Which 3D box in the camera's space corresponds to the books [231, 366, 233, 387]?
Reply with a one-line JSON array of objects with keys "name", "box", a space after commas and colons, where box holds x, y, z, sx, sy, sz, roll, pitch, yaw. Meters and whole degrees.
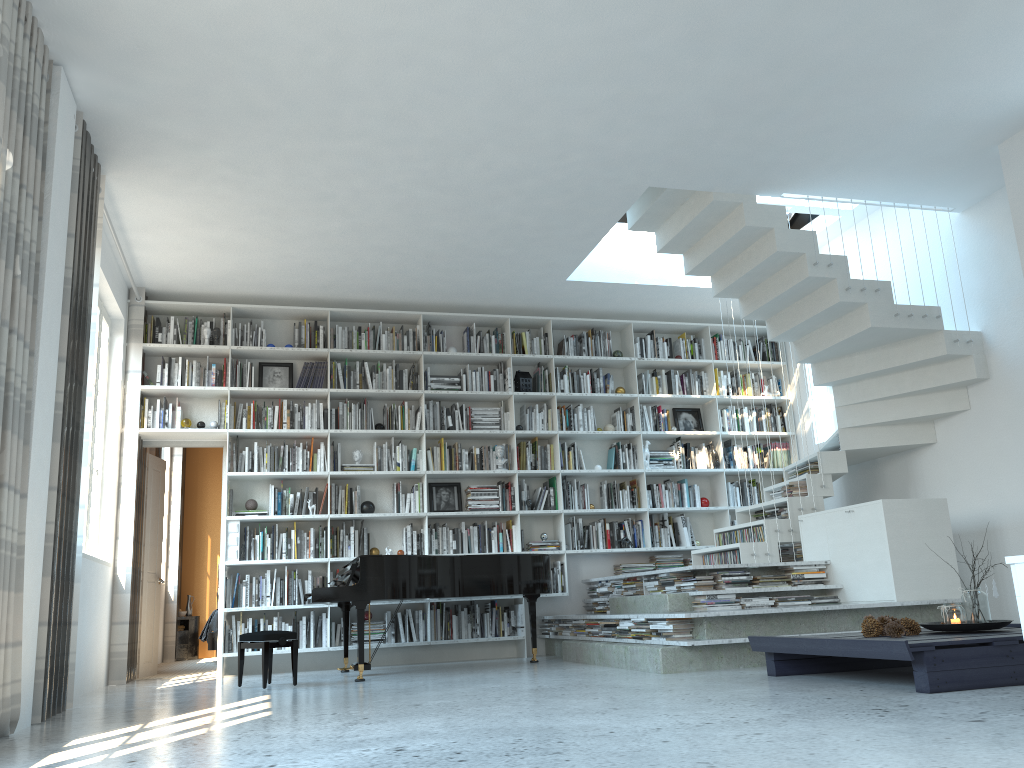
[{"name": "books", "box": [-2.467, -0.029, 7.821, 0.006, 0.232, 0.136, 1, -14, -15]}]

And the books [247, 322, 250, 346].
[{"name": "books", "box": [-2.353, -0.401, 7.923, 0.016, 0.260, 0.154, 1, -14, -15]}]

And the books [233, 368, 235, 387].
[{"name": "books", "box": [-2.443, -0.020, 7.804, 0.015, 0.206, 0.173, 1, -14, -15]}]

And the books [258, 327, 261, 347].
[{"name": "books", "box": [-2.261, -0.379, 7.933, 0.021, 0.213, 0.174, 1, -14, -15]}]

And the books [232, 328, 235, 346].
[{"name": "books", "box": [-2.475, -0.375, 7.886, 0.017, 0.203, 0.143, 1, -14, -15]}]

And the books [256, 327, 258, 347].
[{"name": "books", "box": [-2.279, -0.381, 7.936, 0.013, 0.219, 0.181, 1, -14, -15]}]

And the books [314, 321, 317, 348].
[{"name": "books", "box": [-1.790, -0.410, 8.073, 0.025, 0.296, 0.164, 1, -14, -15]}]

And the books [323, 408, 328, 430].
[{"name": "books", "box": [-1.661, 0.342, 7.893, 0.039, 0.202, 0.236, 1, -14, -15]}]

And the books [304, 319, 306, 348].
[{"name": "books", "box": [-1.888, -0.415, 8.081, 0.014, 0.320, 0.137, 1, -14, -15]}]

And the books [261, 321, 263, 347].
[{"name": "books", "box": [-2.247, -0.409, 7.979, 0.015, 0.292, 0.131, 1, -14, -15]}]

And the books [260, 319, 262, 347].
[{"name": "books", "box": [-2.254, -0.416, 7.966, 0.007, 0.300, 0.146, 1, -14, -15]}]

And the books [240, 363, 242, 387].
[{"name": "books", "box": [-2.383, -0.044, 7.803, 0.004, 0.245, 0.189, 1, -14, -15]}]

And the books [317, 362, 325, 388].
[{"name": "books", "box": [-1.736, -0.042, 8.021, 0.078, 0.285, 0.174, 1, -14, -15]}]

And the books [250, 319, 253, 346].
[{"name": "books", "box": [-2.327, -0.414, 7.915, 0.015, 0.279, 0.191, 1, -14, -15]}]

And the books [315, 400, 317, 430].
[{"name": "books", "box": [-1.747, 0.302, 7.896, 0.012, 0.290, 0.182, 1, -14, -15]}]

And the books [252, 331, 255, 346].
[{"name": "books", "box": [-2.310, -0.362, 7.927, 0.026, 0.182, 0.162, 1, -14, -15]}]

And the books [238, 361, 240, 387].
[{"name": "books", "box": [-2.402, -0.048, 7.812, 0.009, 0.259, 0.184, 1, -14, -15]}]

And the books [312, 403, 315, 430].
[{"name": "books", "box": [-1.771, 0.321, 7.915, 0.024, 0.265, 0.155, 1, -14, -15]}]

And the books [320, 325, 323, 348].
[{"name": "books", "box": [-1.743, -0.386, 8.091, 0.031, 0.253, 0.178, 1, -14, -15]}]

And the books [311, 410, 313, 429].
[{"name": "books", "box": [-1.785, 0.347, 7.895, 0.013, 0.205, 0.173, 1, -14, -15]}]

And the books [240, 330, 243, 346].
[{"name": "books", "box": [-2.412, -0.366, 7.914, 0.017, 0.193, 0.129, 1, -14, -15]}]

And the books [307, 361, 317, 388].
[{"name": "books", "box": [-1.806, -0.046, 7.981, 0.097, 0.282, 0.174, 1, -14, -15]}]

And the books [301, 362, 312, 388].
[{"name": "books", "box": [-1.857, -0.044, 7.968, 0.110, 0.279, 0.174, 1, -14, -15]}]

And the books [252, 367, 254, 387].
[{"name": "books", "box": [-2.286, -0.026, 7.830, 0.012, 0.213, 0.186, 1, -14, -15]}]

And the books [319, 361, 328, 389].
[{"name": "books", "box": [-1.710, -0.045, 8.014, 0.078, 0.285, 0.174, 1, -14, -15]}]

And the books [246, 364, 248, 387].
[{"name": "books", "box": [-2.343, -0.057, 7.833, 0.005, 0.280, 0.191, 1, -14, -15]}]

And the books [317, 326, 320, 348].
[{"name": "books", "box": [-1.772, -0.386, 8.097, 0.022, 0.260, 0.152, 1, -14, -15]}]

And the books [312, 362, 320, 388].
[{"name": "books", "box": [-1.779, -0.043, 8.009, 0.078, 0.285, 0.174, 1, -14, -15]}]

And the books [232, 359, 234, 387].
[{"name": "books", "box": [-2.454, -0.060, 7.807, 0.006, 0.286, 0.148, 1, -14, -15]}]

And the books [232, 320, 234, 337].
[{"name": "books", "box": [-2.490, -0.413, 7.900, 0.007, 0.284, 0.160, 1, -14, -15]}]

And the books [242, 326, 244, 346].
[{"name": "books", "box": [-2.393, -0.385, 7.906, 0.013, 0.224, 0.177, 1, -14, -15]}]

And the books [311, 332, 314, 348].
[{"name": "books", "box": [-1.815, -0.356, 8.064, 0.027, 0.190, 0.178, 1, -14, -15]}]

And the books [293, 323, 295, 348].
[{"name": "books", "box": [-1.975, -0.398, 8.044, 0.013, 0.277, 0.151, 1, -14, -15]}]

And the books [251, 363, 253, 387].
[{"name": "books", "box": [-2.301, -0.044, 7.839, 0.012, 0.254, 0.167, 1, -14, -15]}]

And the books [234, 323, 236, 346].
[{"name": "books", "box": [-2.466, -0.400, 7.901, 0.007, 0.258, 0.157, 1, -14, -15]}]

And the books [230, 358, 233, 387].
[{"name": "books", "box": [-2.466, -0.067, 7.795, 0.005, 0.292, 0.184, 1, -14, -15]}]

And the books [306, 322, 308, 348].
[{"name": "books", "box": [-1.870, -0.401, 8.066, 0.013, 0.282, 0.167, 1, -14, -15]}]

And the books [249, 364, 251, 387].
[{"name": "books", "box": [-2.313, -0.041, 7.837, 0.011, 0.249, 0.168, 1, -14, -15]}]

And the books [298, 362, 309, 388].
[{"name": "books", "box": [-1.884, -0.040, 7.979, 0.110, 0.279, 0.174, 1, -14, -15]}]

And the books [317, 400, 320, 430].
[{"name": "books", "box": [-1.734, 0.306, 7.912, 0.022, 0.288, 0.170, 1, -14, -15]}]

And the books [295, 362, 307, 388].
[{"name": "books", "box": [-1.903, -0.042, 7.964, 0.110, 0.279, 0.174, 1, -14, -15]}]

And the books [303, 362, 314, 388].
[{"name": "books", "box": [-1.840, -0.039, 7.991, 0.110, 0.279, 0.174, 1, -14, -15]}]

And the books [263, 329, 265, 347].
[{"name": "books", "box": [-2.227, -0.369, 7.956, 0.014, 0.201, 0.171, 1, -14, -15]}]

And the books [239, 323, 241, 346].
[{"name": "books", "box": [-2.424, -0.397, 7.903, 0.012, 0.248, 0.180, 1, -14, -15]}]

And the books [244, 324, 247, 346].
[{"name": "books", "box": [-2.381, -0.392, 7.916, 0.016, 0.242, 0.156, 1, -14, -15]}]

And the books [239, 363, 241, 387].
[{"name": "books", "box": [-2.396, -0.041, 7.822, 0.010, 0.248, 0.166, 1, -14, -15]}]

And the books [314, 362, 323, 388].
[{"name": "books", "box": [-1.759, -0.041, 8.019, 0.078, 0.285, 0.174, 1, -14, -15]}]

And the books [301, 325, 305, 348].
[{"name": "books", "box": [-1.899, -0.388, 8.043, 0.028, 0.248, 0.156, 1, -14, -15]}]

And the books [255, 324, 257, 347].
[{"name": "books", "box": [-2.294, -0.394, 7.945, 0.013, 0.252, 0.129, 1, -14, -15]}]

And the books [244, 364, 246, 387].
[{"name": "books", "box": [-2.354, -0.039, 7.827, 0.019, 0.243, 0.153, 1, -14, -15]}]

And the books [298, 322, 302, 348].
[{"name": "books", "box": [-1.926, -0.403, 8.040, 0.024, 0.279, 0.188, 1, -14, -15]}]

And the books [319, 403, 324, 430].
[{"name": "books", "box": [-1.705, 0.318, 7.914, 0.035, 0.263, 0.178, 1, -14, -15]}]

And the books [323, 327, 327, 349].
[{"name": "books", "box": [-1.712, -0.380, 8.114, 0.039, 0.251, 0.147, 1, -14, -15]}]

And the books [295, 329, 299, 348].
[{"name": "books", "box": [-1.951, -0.372, 8.031, 0.028, 0.217, 0.153, 1, -14, -15]}]

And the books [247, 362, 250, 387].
[{"name": "books", "box": [-2.327, -0.048, 7.825, 0.023, 0.257, 0.184, 1, -14, -15]}]

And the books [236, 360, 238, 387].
[{"name": "books", "box": [-2.426, -0.060, 7.821, 0.006, 0.288, 0.144, 1, -14, -15]}]

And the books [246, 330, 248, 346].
[{"name": "books", "box": [-2.368, -0.365, 7.923, 0.014, 0.192, 0.146, 1, -14, -15]}]

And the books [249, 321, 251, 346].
[{"name": "books", "box": [-2.341, -0.407, 7.926, 0.007, 0.271, 0.155, 1, -14, -15]}]

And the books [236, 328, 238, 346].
[{"name": "books", "box": [-2.446, -0.376, 7.900, 0.032, 0.209, 0.158, 1, -14, -15]}]

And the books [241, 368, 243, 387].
[{"name": "books", "box": [-2.385, -0.019, 7.840, 0.012, 0.214, 0.132, 1, -14, -15]}]
